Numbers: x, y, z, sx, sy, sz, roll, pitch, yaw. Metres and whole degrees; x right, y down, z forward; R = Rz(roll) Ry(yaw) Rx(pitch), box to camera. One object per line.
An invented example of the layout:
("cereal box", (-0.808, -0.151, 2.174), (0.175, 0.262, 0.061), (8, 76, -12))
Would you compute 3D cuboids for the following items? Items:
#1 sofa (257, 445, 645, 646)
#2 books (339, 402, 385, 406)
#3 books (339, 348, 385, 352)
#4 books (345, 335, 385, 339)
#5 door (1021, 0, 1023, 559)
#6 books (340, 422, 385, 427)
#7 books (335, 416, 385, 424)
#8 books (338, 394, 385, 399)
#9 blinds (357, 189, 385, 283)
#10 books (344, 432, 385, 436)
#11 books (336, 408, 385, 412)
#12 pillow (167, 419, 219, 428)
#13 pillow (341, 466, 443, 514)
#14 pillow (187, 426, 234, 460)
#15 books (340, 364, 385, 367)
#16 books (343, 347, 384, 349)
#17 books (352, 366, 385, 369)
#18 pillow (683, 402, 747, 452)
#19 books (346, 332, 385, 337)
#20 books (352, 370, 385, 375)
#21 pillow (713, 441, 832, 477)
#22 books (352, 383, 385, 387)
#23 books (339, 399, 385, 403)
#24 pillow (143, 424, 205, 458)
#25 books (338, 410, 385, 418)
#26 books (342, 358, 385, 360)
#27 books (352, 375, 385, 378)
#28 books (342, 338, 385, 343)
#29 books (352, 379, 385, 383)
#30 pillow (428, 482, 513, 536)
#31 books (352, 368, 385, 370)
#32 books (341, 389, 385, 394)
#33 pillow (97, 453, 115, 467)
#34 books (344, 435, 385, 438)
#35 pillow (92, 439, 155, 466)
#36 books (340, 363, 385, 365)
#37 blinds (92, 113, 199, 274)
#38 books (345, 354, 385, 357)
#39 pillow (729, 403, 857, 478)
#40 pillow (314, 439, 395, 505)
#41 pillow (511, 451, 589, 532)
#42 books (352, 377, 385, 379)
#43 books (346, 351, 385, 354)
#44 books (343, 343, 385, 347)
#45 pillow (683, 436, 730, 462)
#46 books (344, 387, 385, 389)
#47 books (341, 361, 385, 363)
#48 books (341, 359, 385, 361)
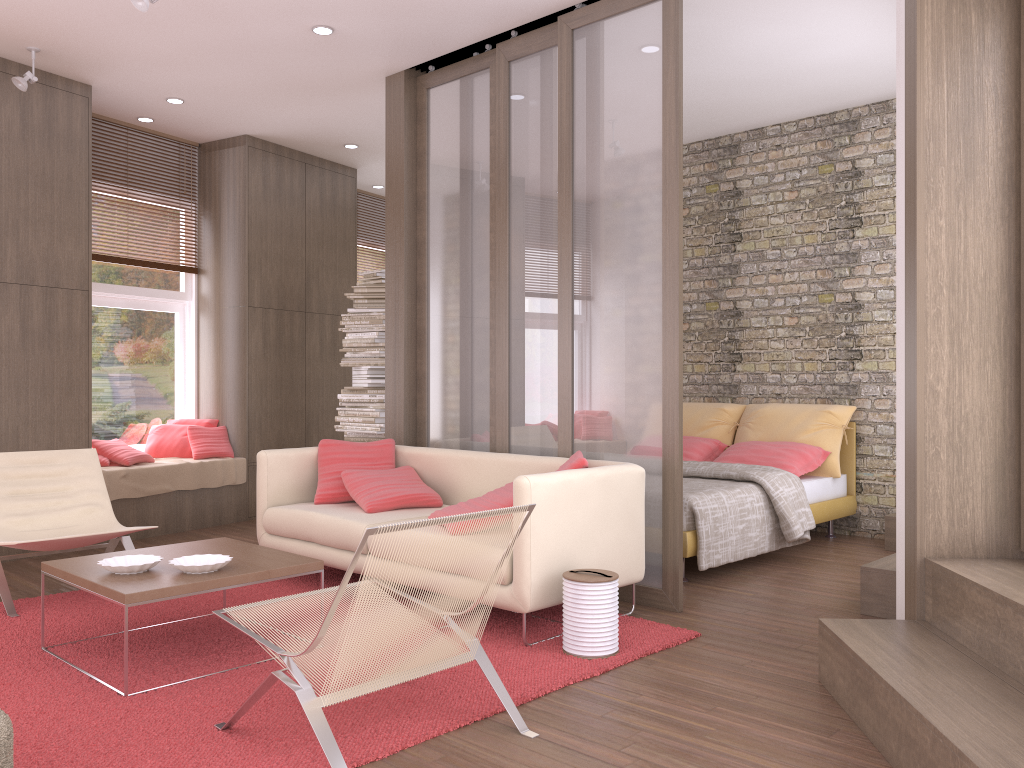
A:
("sofa", (-0.434, 0.766, 4.828), (2.204, 0.751, 0.919), (0, 0, 44))
("books", (-1.113, 0.163, 7.263), (0.469, 0.028, 0.368), (0, 0, 29))
("books", (-1.134, -0.273, 7.252), (0.467, 0.020, 0.283), (0, 0, 19))
("books", (-1.131, -0.377, 7.266), (0.388, 0.020, 0.287), (0, 0, 39))
("door", (1.900, -0.470, 2.489), (0.142, 2.275, 1.800), (0, 0, 3))
("books", (-1.057, 0.324, 7.215), (0.566, 0.025, 0.423), (0, 0, 44))
("books", (-1.125, 0.287, 7.257), (0.522, 0.046, 0.410), (0, 0, 44))
("books", (-1.124, 0.102, 7.253), (0.469, 0.038, 0.364), (0, 0, 29))
("blinds", (-1.656, -1.527, 9.549), (0.042, 1.138, 1.373), (0, 0, 31))
("books", (-1.106, 0.396, 7.196), (0.396, 0.024, 0.310), (0, 0, 24))
("books", (-1.121, 0.206, 7.255), (0.510, 0.020, 0.399), (0, 0, 44))
("pillow", (-2.735, 0.465, 7.504), (0.484, 0.334, 0.193), (0, 0, -6))
("pillow", (-0.708, 0.615, 5.178), (0.507, 0.224, 0.467), (0, 0, -34))
("pillow", (-2.503, 0.484, 7.358), (0.357, 0.278, 0.264), (0, 0, -38))
("books", (-1.126, -0.148, 7.234), (0.469, 0.015, 0.267), (0, 0, 19))
("books", (-1.157, -0.287, 7.262), (0.368, 0.009, 0.262), (0, 0, 19))
("books", (-1.074, -0.133, 7.219), (0.326, 0.018, 0.500), (0, 0, -26))
("pillow", (1.478, 0.420, 7.484), (1.019, 0.527, 0.355), (0, 0, 44))
("books", (-1.115, -0.400, 7.247), (0.379, 0.028, 0.297), (0, 0, 39))
("books", (-1.101, -0.093, 7.253), (0.308, 0.036, 0.417), (0, 0, -26))
("pillow", (1.870, 0.562, 6.603), (0.834, 0.261, 0.540), (0, 0, 44))
("books", (-1.091, 0.008, 7.247), (0.322, 0.030, 0.435), (0, 0, -26))
("books", (-1.125, 0.133, 7.230), (0.442, 0.025, 0.346), (0, 0, 29))
("pillow", (-2.806, 0.473, 7.341), (0.485, 0.279, 0.270), (0, 0, -10))
("books", (-1.090, 0.240, 7.260), (0.542, 0.046, 0.421), (0, 0, 44))
("books", (-1.129, -0.203, 7.256), (0.412, 0.011, 0.308), (0, 0, 19))
("books", (-1.079, -0.063, 7.226), (0.323, 0.020, 0.484), (0, 0, -26))
("books", (-1.151, -0.348, 7.276), (0.379, 0.039, 0.297), (0, 0, 39))
("books", (-1.073, -0.023, 7.206), (0.317, 0.030, 0.524), (0, 0, -26))
("pillow", (-0.136, 0.615, 4.398), (0.467, 0.224, 0.507), (0, 0, -19))
("books", (-1.079, -0.118, 7.249), (0.345, 0.010, 0.443), (0, 0, -26))
("books", (-1.083, 0.062, 7.245), (0.518, 0.038, 0.341), (0, 0, 29))
("pillow", (-3.189, 0.544, 6.668), (0.373, 0.150, 0.397), (0, 0, -13))
("books", (-1.108, 0.418, 7.203), (0.405, 0.018, 0.300), (0, 0, 24))
("pillow", (-2.978, 0.517, 6.769), (0.354, 0.200, 0.403), (0, 0, 8))
("books", (-1.144, -0.163, 7.258), (0.444, 0.015, 0.279), (0, 0, 19))
("blinds", (-3.087, -1.527, 7.129), (0.042, 1.138, 1.373), (0, 0, 31))
("books", (-1.131, -0.230, 7.277), (0.379, 0.028, 0.297), (0, 0, 19))
("pillow", (2.119, 0.430, 6.860), (1.021, 0.557, 0.366), (0, 0, 44))
("pillow", (-0.951, 0.532, 5.412), (0.498, 0.377, 0.379), (0, 0, -11))
("pillow", (0.184, 0.532, 4.395), (0.379, 0.377, 0.498), (0, 0, 4))
("books", (-1.108, -0.045, 7.251), (0.294, 0.013, 0.413), (0, 0, -26))
("books", (-1.114, -0.253, 7.253), (0.388, 0.020, 0.287), (0, 0, 39))
("books", (-1.145, -0.315, 7.265), (0.379, 0.028, 0.297), (0, 0, 19))
("pillow", (1.260, 0.556, 7.183), (0.831, 0.264, 0.538), (0, 0, 44))
("books", (-1.108, 0.033, 7.269), (0.450, 0.022, 0.364), (0, 0, 4))
("books", (-1.135, -0.177, 7.255), (0.432, 0.013, 0.288), (0, 0, 19))
("books", (-1.123, -0.191, 7.244), (0.446, 0.012, 0.291), (0, 0, 19))
